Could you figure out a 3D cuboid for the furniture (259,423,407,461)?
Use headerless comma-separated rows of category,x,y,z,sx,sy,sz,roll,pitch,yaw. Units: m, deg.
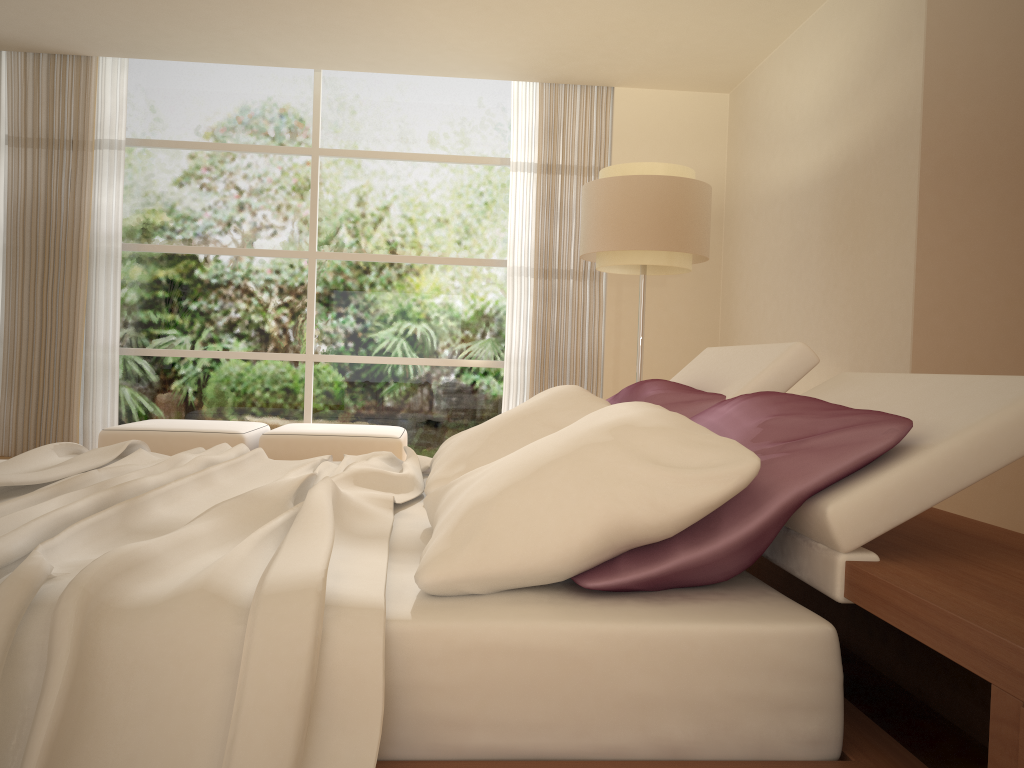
furniture,-1.252,0.486,6.386,0.965,0.346,0.964,2,1,-4

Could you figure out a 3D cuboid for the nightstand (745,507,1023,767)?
nightstand,0.701,0.541,2.322,0.493,0.539,4.220,2,1,-4

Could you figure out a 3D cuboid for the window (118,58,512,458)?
window,-1.640,-1.058,7.292,4.781,3.371,0.071,2,1,-4

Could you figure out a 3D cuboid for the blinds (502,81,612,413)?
blinds,0.356,-0.978,7.136,0.814,3.351,0.202,2,1,-5

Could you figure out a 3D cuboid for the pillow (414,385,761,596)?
pillow,0.059,0.180,2.251,0.561,0.339,1.720,2,1,-4

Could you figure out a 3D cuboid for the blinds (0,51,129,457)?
blinds,-3.518,-1.105,6.890,0.950,3.352,0.211,2,1,-6

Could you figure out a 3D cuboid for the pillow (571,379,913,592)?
pillow,0.328,0.175,2.278,0.575,0.369,1.683,2,1,-4

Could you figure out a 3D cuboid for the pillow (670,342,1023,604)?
pillow,0.657,0.113,2.311,0.461,0.457,1.779,2,1,-5

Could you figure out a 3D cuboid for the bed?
bed,-0.707,0.481,2.159,2.535,0.570,2.599,2,1,-4

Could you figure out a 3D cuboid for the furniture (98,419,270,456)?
furniture,-2.284,0.452,6.306,0.965,0.346,0.964,2,1,-4

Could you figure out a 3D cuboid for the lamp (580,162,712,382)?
lamp,0.778,-0.259,5.347,0.817,2.018,0.817,3,1,39
